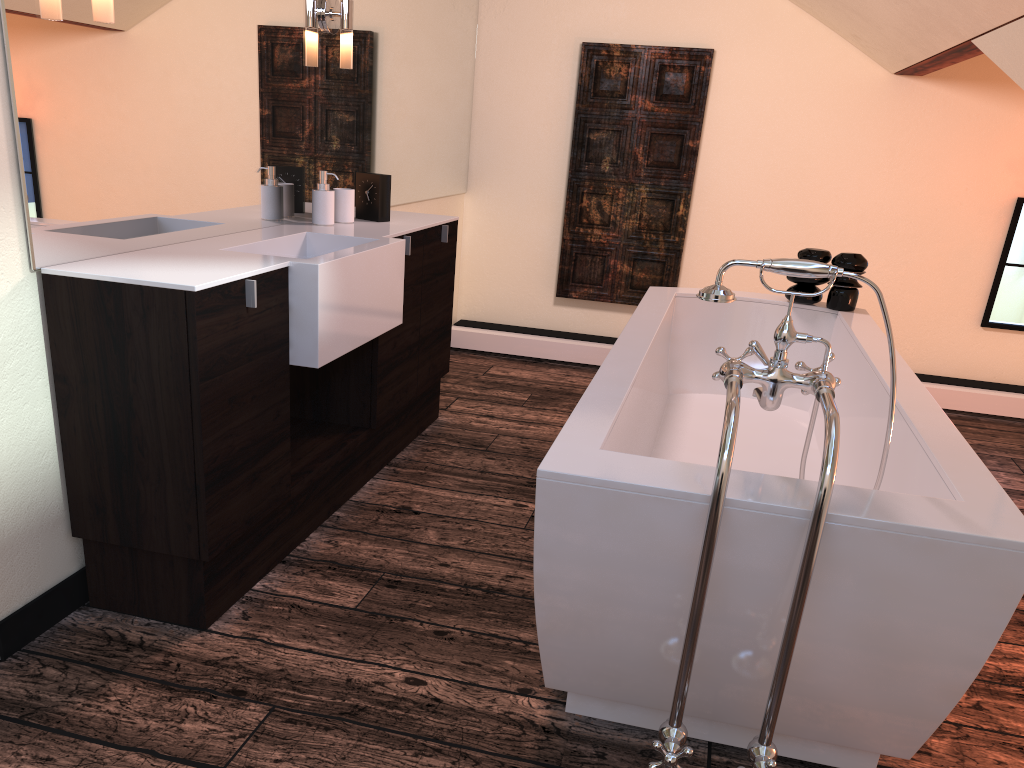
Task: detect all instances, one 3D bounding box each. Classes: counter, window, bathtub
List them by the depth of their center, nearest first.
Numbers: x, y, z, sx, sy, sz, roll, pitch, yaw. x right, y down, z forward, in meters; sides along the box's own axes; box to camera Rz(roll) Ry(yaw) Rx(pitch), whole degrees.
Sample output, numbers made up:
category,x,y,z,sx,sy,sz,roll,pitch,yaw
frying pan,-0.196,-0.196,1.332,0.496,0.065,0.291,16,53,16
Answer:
category,x,y,z,sx,sy,sz,roll,pitch,yaw
bathtub,0.663,0.239,2.565,0.798,0.702,2.191,9,18,12
counter,-0.578,-0.359,2.737,0.441,0.300,1.835,9,18,12
window,2.601,-0.625,4.298,0.448,0.710,0.045,9,20,11

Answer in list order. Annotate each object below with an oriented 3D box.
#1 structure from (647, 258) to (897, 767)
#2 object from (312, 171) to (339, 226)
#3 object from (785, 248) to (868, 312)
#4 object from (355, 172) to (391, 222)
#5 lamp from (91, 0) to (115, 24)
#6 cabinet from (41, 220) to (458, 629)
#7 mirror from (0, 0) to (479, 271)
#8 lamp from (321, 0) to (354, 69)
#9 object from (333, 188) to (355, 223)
category,x,y,z,sx,sy,sz,roll,pitch,yaw
structure,0.429,0.324,1.630,0.382,1.134,0.549,14,21,25
object,-0.621,-0.681,2.921,0.073,0.193,0.079,-10,24,-35
object,1.140,-0.429,3.235,0.274,0.231,0.155,21,25,39
object,-0.494,-0.738,3.147,0.116,0.180,0.066,17,23,33
lamp,-0.858,-1.016,1.794,0.083,0.370,0.130,9,20,12
cabinet,-0.631,-0.053,2.854,0.385,0.934,1.835,9,19,12
mirror,-0.559,-1.589,3.039,0.011,1.867,3.198,9,19,12
lamp,-0.567,-1.361,2.937,0.083,0.370,0.130,9,20,12
object,-0.578,-0.680,3.041,0.073,0.124,0.072,7,19,7
